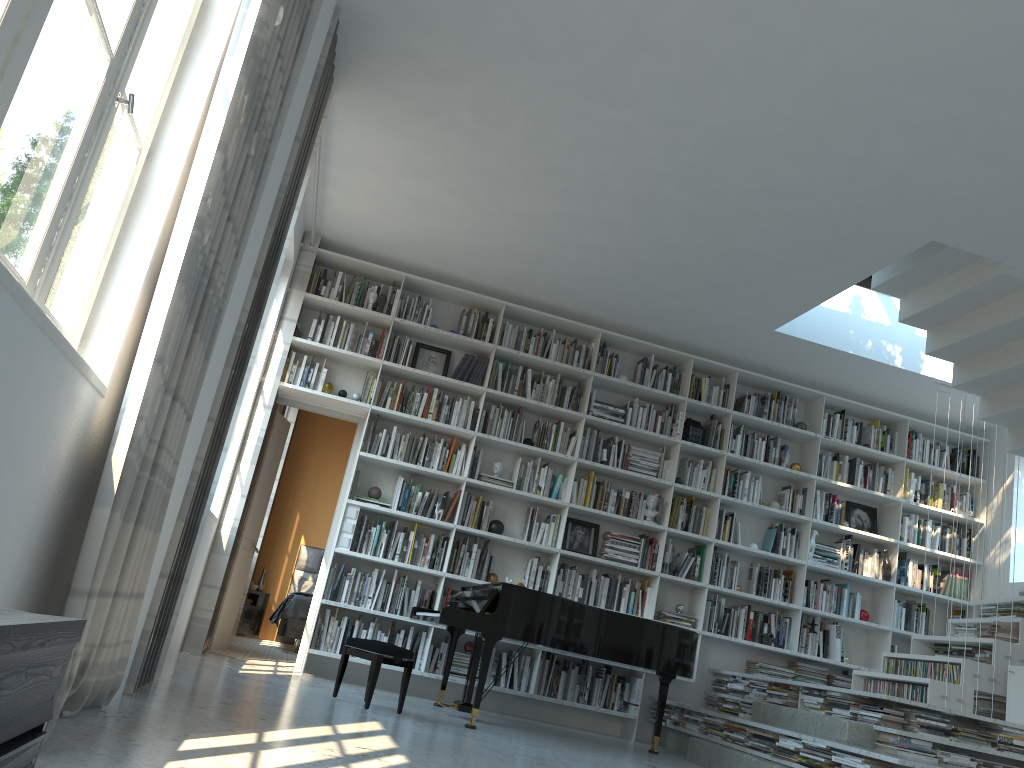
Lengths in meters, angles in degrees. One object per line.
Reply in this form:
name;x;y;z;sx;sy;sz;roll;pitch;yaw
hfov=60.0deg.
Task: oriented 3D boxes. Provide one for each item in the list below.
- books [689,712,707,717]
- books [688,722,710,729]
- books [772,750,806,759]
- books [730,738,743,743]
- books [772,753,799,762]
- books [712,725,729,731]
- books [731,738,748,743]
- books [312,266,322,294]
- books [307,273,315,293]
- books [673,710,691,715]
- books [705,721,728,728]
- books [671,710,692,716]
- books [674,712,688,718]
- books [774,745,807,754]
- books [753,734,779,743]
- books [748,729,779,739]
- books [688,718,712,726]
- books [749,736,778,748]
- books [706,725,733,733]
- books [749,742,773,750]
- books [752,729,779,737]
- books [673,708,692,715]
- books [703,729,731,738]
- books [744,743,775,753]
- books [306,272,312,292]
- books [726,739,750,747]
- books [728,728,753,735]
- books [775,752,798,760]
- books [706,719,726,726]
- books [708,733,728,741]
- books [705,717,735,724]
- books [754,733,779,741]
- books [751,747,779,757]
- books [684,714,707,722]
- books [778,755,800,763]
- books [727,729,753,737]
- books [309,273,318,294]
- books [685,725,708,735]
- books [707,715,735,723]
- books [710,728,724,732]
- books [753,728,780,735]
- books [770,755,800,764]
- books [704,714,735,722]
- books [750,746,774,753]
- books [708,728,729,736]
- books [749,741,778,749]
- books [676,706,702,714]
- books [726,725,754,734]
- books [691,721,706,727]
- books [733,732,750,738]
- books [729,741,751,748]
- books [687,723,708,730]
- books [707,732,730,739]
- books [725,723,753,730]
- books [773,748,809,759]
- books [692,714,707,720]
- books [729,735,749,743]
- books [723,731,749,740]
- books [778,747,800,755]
books;1.383;2.367;6.318;0.159;0.006;0.286;14;-17;-8
books;1.379;2.437;6.300;0.149;0.007;0.301;15;-17;-10
books;1.651;2.153;5.123;0.180;0.008;0.268;15;-17;-11
books;1.525;2.315;5.706;0.129;0.005;0.297;14;-17;-8
books;1.652;2.168;5.120;0.171;0.005;0.298;15;-17;-11
books;1.458;2.337;6.013;0.140;0.013;0.181;14;-17;-7
books;1.528;2.309;5.708;0.132;0.009;0.270;15;-17;-9
books;-1.564;-0.783;7.076;0.014;0.285;0.175;15;-16;-10
books;-1.614;-0.762;7.079;0.024;0.227;0.130;15;-16;-10
books;1.317;2.458;6.606;0.126;0.005;0.291;16;-17;-15
books;1.442;2.322;6.012;0.169;0.009;0.242;16;-17;-14
books;1.307;2.462;6.602;0.160;0.009;0.292;14;-17;-8
books;1.315;2.478;6.601;0.143;0.019;0.231;15;-17;-9
books;1.657;2.125;5.131;0.171;0.007;0.261;14;-17;-7
books;1.601;2.182;5.428;0.142;0.017;0.240;16;-17;-14
books;1.594;2.156;5.432;0.170;0.014;0.281;16;-17;-13
books;1.367;2.408;6.304;0.171;0.020;0.194;14;-17;-6
books;1.586;2.198;5.420;0.160;0.025;0.244;17;-17;-15
books;1.443;2.345;6.007;0.159;0.011;0.246;16;-17;-14
books;1.588;2.226;5.414;0.147;0.008;0.291;16;-17;-14
books;1.609;2.150;5.438;0.157;0.007;0.269;15;-17;-10
books;1.324;2.450;6.609;0.135;0.014;0.298;15;-17;-9
books;1.437;2.375;5.998;0.159;0.012;0.293;16;-17;-13
books;1.568;2.230;5.408;0.189;0.009;0.291;14;-17;-7
books;-1.628;-0.768;7.053;0.014;0.218;0.189;15;-16;-10
books;1.503;2.316;5.700;0.161;0.008;0.255;14;-17;-5
books;1.524;2.251;5.721;0.169;0.009;0.242;15;-17;-10
books;1.655;2.162;5.122;0.159;0.009;0.276;14;-17;-7
books;1.439;2.309;6.014;0.182;0.016;0.199;14;-17;-5
books;1.437;2.396;5.993;0.157;0.014;0.180;16;-17;-13
books;1.449;2.297;6.020;0.171;0.015;0.253;16;-17;-13
books;1.606;2.170;5.432;0.150;0.008;0.218;15;-17;-11
books;1.585;2.251;5.408;0.142;0.012;0.292;14;-17;-6
books;1.368;2.391;6.308;0.180;0.015;0.295;16;-17;-12
books;1.655;2.176;5.119;0.147;0.008;0.237;14;-17;-5
books;1.526;2.260;5.719;0.155;0.009;0.298;15;-17;-9
books;-1.590;-0.756;7.073;0.023;0.222;0.151;15;-16;-10
books;1.353;2.460;6.288;0.177;0.026;0.231;14;-17;-7
books;1.454;2.285;6.024;0.174;0.011;0.228;15;-17;-11
books;1.458;2.359;6.008;0.123;0.008;0.295;14;-17;-7
books;1.607;2.142;5.439;0.160;0.008;0.239;15;-17;-9
books;1.634;2.177;5.113;0.193;0.005;0.225;16;-17;-14
books;1.442;2.274;6.024;0.193;0.005;0.225;16;-17;-14
books;1.586;2.242;5.410;0.154;0.007;0.263;14;-17;-8
books;1.444;2.365;6.003;0.165;0.012;0.205;15;-17;-10
books;1.581;2.215;5.415;0.177;0.011;0.220;14;-17;-8
books;1.322;2.434;6.613;0.137;0.018;0.201;14;-17;-6
books;1.518;2.238;5.723;0.166;0.014;0.236;17;-17;-15
books;1.379;2.427;6.302;0.147;0.012;0.206;15;-17;-9
books;1.532;2.272;5.718;0.140;0.013;0.181;15;-17;-9
books;1.516;2.327;5.701;0.148;0.008;0.237;15;-17;-11
books;1.364;2.443;6.294;0.172;0.014;0.221;15;-17;-9
books;1.447;2.387;5.998;0.140;0.008;0.284;16;-17;-12
books;1.518;2.225;5.725;0.179;0.012;0.250;16;-17;-13
books;1.648;2.142;5.125;0.189;0.013;0.215;16;-17;-12
books;1.393;2.381;6.317;0.130;0.018;0.256;14;-17;-7
books;1.523;2.296;5.710;0.130;0.014;0.250;16;-17;-15
books;1.509;2.279;5.710;0.182;0.013;0.288;15;-17;-9
books;1.672;2.137;5.132;0.145;0.010;0.267;15;-17;-11
